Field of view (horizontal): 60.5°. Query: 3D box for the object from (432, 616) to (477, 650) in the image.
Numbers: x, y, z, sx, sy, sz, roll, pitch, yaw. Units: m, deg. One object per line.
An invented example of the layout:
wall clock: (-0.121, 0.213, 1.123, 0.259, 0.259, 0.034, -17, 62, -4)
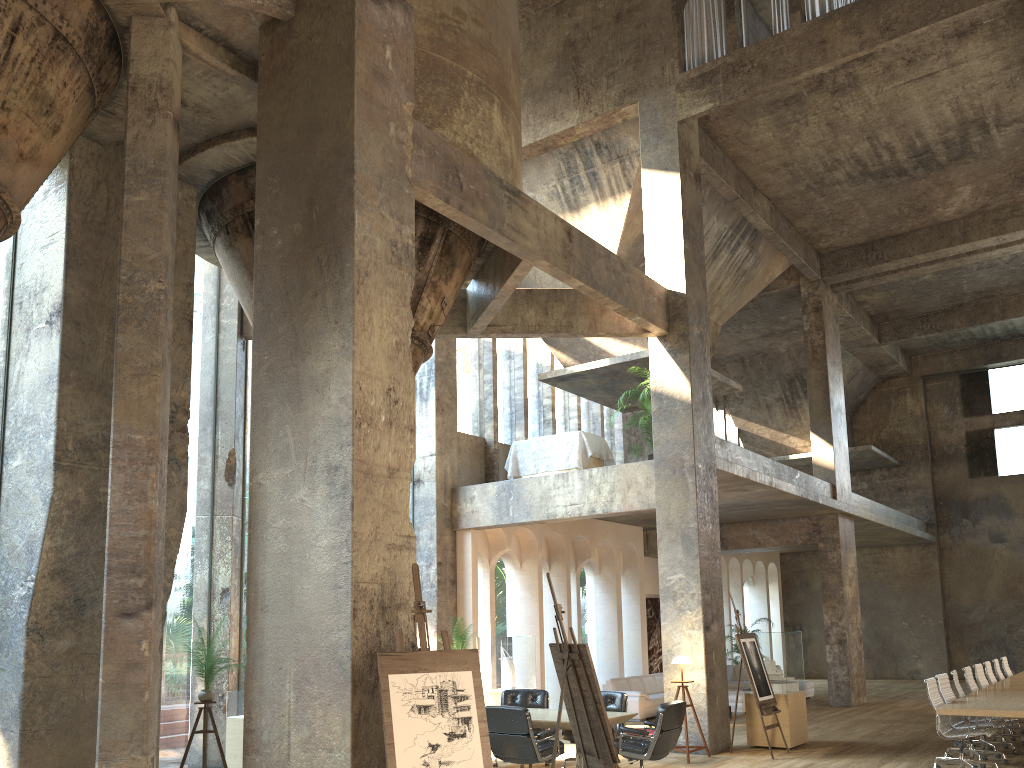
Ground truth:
object: (-0.885, 4.088, 13.778, 0.692, 0.919, 0.875, -7, -13, 26)

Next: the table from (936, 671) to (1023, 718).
table: (7.305, 4.403, 11.681, 1.617, 0.741, 7.828, -11, -18, 34)

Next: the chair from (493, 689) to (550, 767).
chair: (0.118, 4.273, 10.931, 0.730, 0.872, 0.840, -3, -12, 9)

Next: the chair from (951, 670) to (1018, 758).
chair: (5.906, 4.122, 11.043, 0.705, 1.003, 0.675, -9, -13, 34)

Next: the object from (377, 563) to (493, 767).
object: (-0.502, 2.184, 5.550, 0.704, 2.099, 0.696, 4, -10, -28)

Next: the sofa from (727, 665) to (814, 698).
sofa: (5.666, 6.755, 19.946, 2.089, 0.705, 1.087, -12, -17, 34)

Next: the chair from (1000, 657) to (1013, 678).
chair: (8.599, 5.090, 14.718, 0.707, 1.003, 0.673, -11, -14, 41)

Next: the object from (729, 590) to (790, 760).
object: (3.128, 3.760, 11.477, 0.690, 2.099, 0.711, -7, -11, 34)

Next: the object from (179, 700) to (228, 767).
object: (-3.244, 3.837, 9.265, 0.659, 0.951, 0.583, 2, -11, -18)

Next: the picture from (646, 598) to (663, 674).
picture: (3.479, 5.895, 20.553, 0.070, 1.732, 1.524, -7, -13, 35)

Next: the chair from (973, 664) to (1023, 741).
chair: (6.977, 4.504, 12.495, 0.708, 1.003, 0.672, -11, -15, 43)

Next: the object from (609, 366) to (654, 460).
object: (2.305, 0.465, 13.718, 1.418, 1.769, 1.372, -11, -15, 41)

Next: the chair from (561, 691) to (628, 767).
chair: (0.954, 4.100, 10.370, 0.735, 0.872, 0.835, -7, -13, 29)

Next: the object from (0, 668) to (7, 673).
object: (-4.644, 2.355, 7.281, 0.864, 0.919, 0.700, 7, -13, -33)

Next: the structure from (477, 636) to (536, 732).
structure: (-0.074, 4.717, 13.702, 0.599, 1.513, 0.753, -8, -12, 35)

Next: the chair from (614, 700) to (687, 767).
chair: (1.376, 3.759, 9.172, 0.827, 0.873, 0.741, -8, -13, 31)

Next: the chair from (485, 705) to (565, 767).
chair: (0.166, 3.768, 9.120, 0.739, 0.872, 0.831, -11, -16, 41)

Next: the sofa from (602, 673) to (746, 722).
sofa: (3.200, 5.863, 16.569, 2.085, 0.705, 2.972, -11, -18, 34)

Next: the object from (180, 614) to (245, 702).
object: (-3.183, 2.873, 9.246, 0.868, 0.919, 0.697, -10, -14, 38)

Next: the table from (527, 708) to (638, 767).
table: (0.127, 4.128, 10.068, 2.435, 0.684, 1.121, -12, -17, 35)

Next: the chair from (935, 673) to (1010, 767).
chair: (5.410, 3.939, 10.350, 0.708, 1.003, 0.672, -11, -15, 43)

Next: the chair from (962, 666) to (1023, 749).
chair: (6.458, 4.318, 11.789, 0.707, 1.003, 0.673, -10, -14, 40)

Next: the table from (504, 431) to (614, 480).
table: (0.787, 1.318, 14.847, 1.768, 0.784, 1.132, -11, -17, 35)

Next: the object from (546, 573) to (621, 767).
object: (0.522, 2.602, 7.129, 0.686, 2.099, 0.715, 3, -10, -22)

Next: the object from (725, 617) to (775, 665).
object: (5.755, 6.662, 21.624, 1.418, 1.772, 1.372, -11, -15, 41)

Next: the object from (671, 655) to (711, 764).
object: (2.099, 4.109, 11.184, 0.576, 1.269, 0.667, -8, -12, 35)

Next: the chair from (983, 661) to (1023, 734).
chair: (7.503, 4.695, 13.219, 0.707, 1.003, 0.673, -10, -14, 40)

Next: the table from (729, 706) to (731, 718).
table: (3.319, 5.877, 15.673, 0.798, 0.198, 1.127, -12, -19, 34)

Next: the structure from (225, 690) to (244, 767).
structure: (-2.766, 4.054, 10.161, 0.742, 0.992, 0.754, -9, -13, 35)

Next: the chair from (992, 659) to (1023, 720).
chair: (8.040, 4.890, 13.958, 0.706, 1.003, 0.674, -10, -14, 38)

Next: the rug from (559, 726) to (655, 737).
rug: (2.015, 5.490, 13.853, 2.488, 0.009, 1.366, -12, -19, 35)

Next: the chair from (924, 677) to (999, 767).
chair: (4.931, 3.749, 9.635, 0.707, 1.003, 0.673, -10, -14, 40)

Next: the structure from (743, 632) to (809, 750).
structure: (3.640, 4.216, 12.167, 0.599, 1.513, 0.753, -8, -12, 35)
